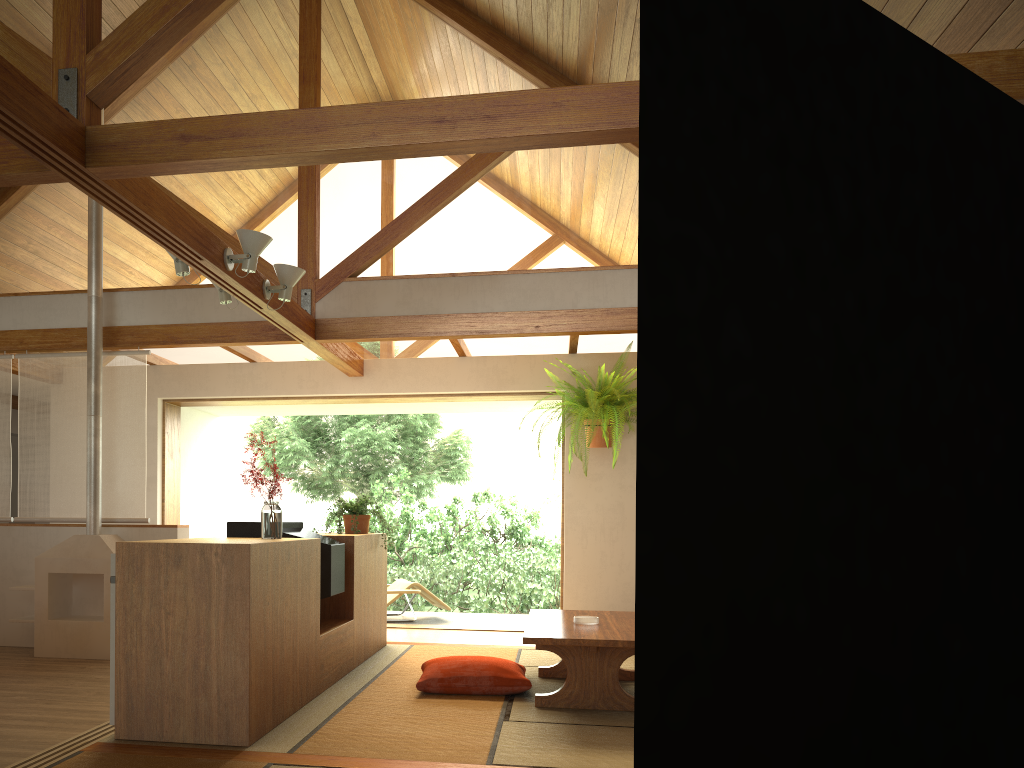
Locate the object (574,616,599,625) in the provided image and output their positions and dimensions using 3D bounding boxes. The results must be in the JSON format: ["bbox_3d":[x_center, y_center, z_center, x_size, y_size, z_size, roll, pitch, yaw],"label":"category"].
[{"bbox_3d":[0.360,1.141,4.231,0.114,0.030,0.125,3,-9,-19],"label":"object"}]

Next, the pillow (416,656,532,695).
[{"bbox_3d":[-0.190,1.441,4.376,0.561,0.147,0.564,0,-8,1],"label":"pillow"}]

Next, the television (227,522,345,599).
[{"bbox_3d":[-1.137,0.982,4.524,0.501,0.536,0.634,0,-5,6],"label":"television"}]

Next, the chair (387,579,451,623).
[{"bbox_3d":[-1.219,1.865,8.110,1.195,0.625,0.836,2,-6,-17],"label":"chair"}]

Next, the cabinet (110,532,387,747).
[{"bbox_3d":[-1.170,1.158,4.531,0.566,0.731,2.632,0,-8,3],"label":"cabinet"}]

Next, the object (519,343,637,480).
[{"bbox_3d":[0.716,0.243,6.777,1.284,1.124,1.058,0,-4,1],"label":"object"}]

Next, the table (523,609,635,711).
[{"bbox_3d":[0.375,1.328,4.249,0.612,0.334,1.194,0,-8,4],"label":"table"}]

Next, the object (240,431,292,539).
[{"bbox_3d":[-1.128,0.447,3.935,0.245,0.498,0.219,0,-1,13],"label":"object"}]

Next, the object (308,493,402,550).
[{"bbox_3d":[-1.022,0.871,5.528,0.542,0.374,0.528,4,-7,-32],"label":"object"}]
